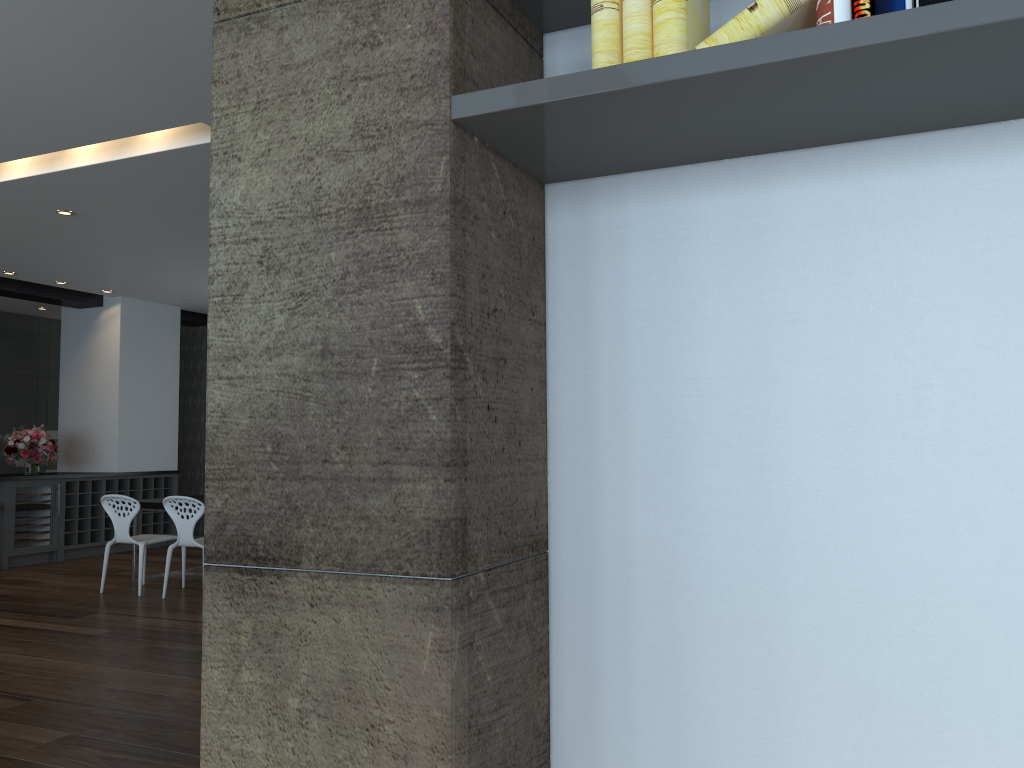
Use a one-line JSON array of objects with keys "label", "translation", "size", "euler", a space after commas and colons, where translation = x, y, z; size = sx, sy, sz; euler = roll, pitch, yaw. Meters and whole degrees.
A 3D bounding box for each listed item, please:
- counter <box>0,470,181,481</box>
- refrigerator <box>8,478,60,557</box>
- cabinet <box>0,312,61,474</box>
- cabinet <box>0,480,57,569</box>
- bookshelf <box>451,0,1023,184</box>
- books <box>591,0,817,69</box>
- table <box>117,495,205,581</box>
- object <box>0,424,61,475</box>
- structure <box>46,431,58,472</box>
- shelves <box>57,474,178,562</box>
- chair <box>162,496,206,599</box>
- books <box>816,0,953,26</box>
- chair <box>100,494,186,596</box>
[{"label": "counter", "translation": [-5.375, 1.010, 9.679], "size": [1.000, 0.040, 3.700], "euler": [-2, -4, 24]}, {"label": "refrigerator", "translation": [-5.036, 1.394, 9.344], "size": [0.075, 0.774, 0.578], "euler": [-3, -5, 28]}, {"label": "cabinet", "translation": [-6.935, 0.565, 11.465], "size": [0.827, 2.980, 7.409], "euler": [-2, -4, 24]}, {"label": "cabinet", "translation": [-5.442, 1.467, 9.490], "size": [0.900, 0.897, 0.642], "euler": [-2, -4, 24]}, {"label": "bookshelf", "translation": [2.166, -0.973, 0.678], "size": [4.804, 0.942, 0.400], "euler": [-2, -4, 24]}, {"label": "books", "translation": [0.315, -0.585, 1.422], "size": [0.345, 0.224, 0.189], "euler": [-2, -4, 24]}, {"label": "table", "translation": [-1.814, 1.415, 7.942], "size": [3.400, 0.733, 1.200], "euler": [-2, -4, 24]}, {"label": "object", "translation": [-5.262, 0.717, 9.714], "size": [0.570, 0.552, 0.544], "euler": [-3, -5, 30]}, {"label": "structure", "translation": [-6.402, 0.954, 12.349], "size": [0.591, 0.596, 0.595], "euler": [-2, -4, 24]}, {"label": "shelves", "translation": [-4.961, 1.538, 10.556], "size": [0.900, 0.897, 1.700], "euler": [-2, -4, 24]}, {"label": "chair", "translation": [-2.543, 1.323, 7.283], "size": [0.495, 0.835, 0.581], "euler": [-2, -4, 24]}, {"label": "books", "translation": [1.830, -0.653, 0.746], "size": [2.981, 0.237, 0.242], "euler": [-2, -4, 24]}, {"label": "chair", "translation": [-3.181, 1.348, 7.575], "size": [0.495, 0.835, 0.581], "euler": [-2, -4, 24]}]
